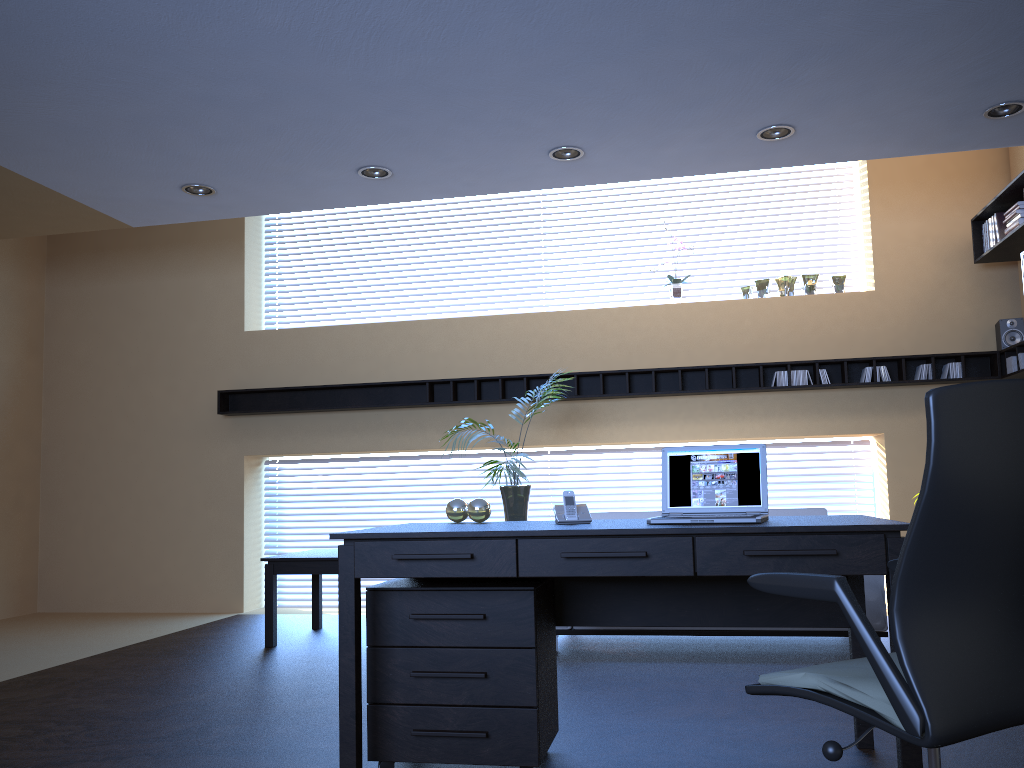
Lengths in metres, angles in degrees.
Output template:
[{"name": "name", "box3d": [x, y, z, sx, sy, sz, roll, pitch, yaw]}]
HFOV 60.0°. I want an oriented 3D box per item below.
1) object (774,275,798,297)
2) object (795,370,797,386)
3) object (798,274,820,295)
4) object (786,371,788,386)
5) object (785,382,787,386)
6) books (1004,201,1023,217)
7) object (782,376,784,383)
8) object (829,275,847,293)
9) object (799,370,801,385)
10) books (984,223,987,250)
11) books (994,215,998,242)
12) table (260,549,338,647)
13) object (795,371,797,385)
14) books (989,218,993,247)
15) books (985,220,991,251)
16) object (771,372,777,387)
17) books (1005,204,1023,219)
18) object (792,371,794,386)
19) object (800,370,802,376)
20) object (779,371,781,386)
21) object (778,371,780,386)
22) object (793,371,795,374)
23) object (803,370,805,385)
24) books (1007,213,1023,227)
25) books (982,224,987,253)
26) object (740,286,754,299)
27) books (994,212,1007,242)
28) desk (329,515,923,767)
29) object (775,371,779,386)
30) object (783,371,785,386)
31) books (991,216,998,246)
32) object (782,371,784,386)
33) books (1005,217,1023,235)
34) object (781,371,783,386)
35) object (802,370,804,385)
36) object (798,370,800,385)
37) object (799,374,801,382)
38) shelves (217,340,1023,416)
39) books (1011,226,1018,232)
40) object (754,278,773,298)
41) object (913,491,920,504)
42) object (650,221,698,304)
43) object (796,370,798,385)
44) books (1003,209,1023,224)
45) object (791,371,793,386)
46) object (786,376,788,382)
[{"name": "object", "box3d": [2.252, -0.789, 7.281, 0.144, 0.173, 0.137, 2, -7, -28]}, {"name": "object", "box3d": [2.240, -0.039, 7.024, 0.009, 0.120, 0.142, -2, -6, 11]}, {"name": "object", "box3d": [2.427, -0.798, 7.244, 0.144, 0.173, 0.137, -2, -6, 1]}, {"name": "object", "box3d": [2.174, -0.036, 7.034, 0.006, 0.118, 0.140, -2, -6, 11]}, {"name": "object", "box3d": [2.165, -0.035, 7.036, 0.009, 0.120, 0.142, -3, -6, 11]}, {"name": "books", "box3d": [3.520, -1.204, 6.062, 0.207, 0.028, 0.259, -3, -7, 11]}, {"name": "object", "box3d": [2.145, -0.034, 7.040, 0.009, 0.120, 0.142, -2, -6, 11]}, {"name": "object", "box3d": [2.651, -0.796, 7.198, 0.124, 0.149, 0.118, -3, -6, 11]}, {"name": "object", "box3d": [2.269, -0.041, 7.010, 0.006, 0.118, 0.140, -2, -6, 11]}, {"name": "books", "box3d": [3.617, -1.074, 6.554, 0.207, 0.258, 0.050, -3, -6, 10]}, {"name": "books", "box3d": [3.575, -1.099, 6.340, 0.207, 0.259, 0.075, -3, -6, 11]}, {"name": "table", "box3d": [-0.704, 1.501, 6.314, 1.895, 0.601, 0.900, -3, -7, 11]}, {"name": "object", "box3d": [2.240, -0.039, 7.021, 0.006, 0.118, 0.140, -2, -6, 11]}, {"name": "books", "box3d": [3.594, -1.086, 6.453, 0.207, 0.258, 0.050, -3, -6, 12]}, {"name": "books", "box3d": [3.597, -1.080, 6.505, 0.207, 0.258, 0.050, -3, -6, 10]}, {"name": "object", "box3d": [2.081, -0.030, 7.050, 0.040, 0.118, 0.142, -3, -6, 11]}, {"name": "books", "box3d": [3.518, -1.178, 6.038, 0.207, 0.028, 0.259, -3, -7, 10]}, {"name": "object", "box3d": [2.219, -0.038, 7.024, 0.009, 0.120, 0.142, -2, -6, 11]}, {"name": "object", "box3d": [2.279, -0.041, 7.010, 0.009, 0.120, 0.142, -3, -6, 11]}, {"name": "object", "box3d": [2.124, -0.034, 7.040, 0.009, 0.120, 0.142, -3, -6, 11]}, {"name": "object", "box3d": [2.114, -0.033, 7.041, 0.009, 0.120, 0.142, -3, -6, 11]}, {"name": "object", "box3d": [2.230, -0.038, 7.028, 0.009, 0.120, 0.142, -3, -6, 11]}, {"name": "object", "box3d": [2.299, -0.043, 7.004, 0.009, 0.120, 0.142, -2, -6, 11]}, {"name": "books", "box3d": [3.524, -1.121, 6.033, 0.207, 0.028, 0.259, -3, -7, 11]}, {"name": "books", "box3d": [3.624, -1.068, 6.605, 0.207, 0.258, 0.050, -3, -6, 11]}, {"name": "object", "box3d": [1.948, -0.744, 7.336, 0.094, 0.113, 0.090, 4, -8, -43]}, {"name": "books", "box3d": [3.564, -1.102, 6.310, 0.207, 0.259, 0.075, -3, -6, 10]}, {"name": "desk", "box3d": [0.396, 0.962, 3.264, 1.895, 0.888, 0.916, -3, -6, 11]}, {"name": "object", "box3d": [2.104, -0.033, 7.044, 0.009, 0.120, 0.142, -3, -6, 11]}, {"name": "object", "box3d": [2.156, -0.034, 7.042, 0.009, 0.120, 0.142, -2, -6, 11]}, {"name": "books", "box3d": [3.585, -1.092, 6.402, 0.207, 0.258, 0.050, -3, -6, 11]}, {"name": "object", "box3d": [2.144, -0.035, 7.038, 0.006, 0.118, 0.140, -3, -6, 11]}, {"name": "books", "box3d": [3.517, -1.079, 6.045, 0.207, 0.050, 0.259, -3, -7, 10]}, {"name": "object", "box3d": [2.134, -0.034, 7.038, 0.009, 0.120, 0.142, -3, -6, 11]}, {"name": "object", "box3d": [2.289, -0.042, 7.008, 0.009, 0.120, 0.142, -2, -6, 11]}, {"name": "object", "box3d": [2.258, -0.041, 7.010, 0.009, 0.120, 0.142, -3, -6, 11]}, {"name": "object", "box3d": [2.270, -0.041, 7.013, 0.009, 0.120, 0.142, -3, -6, 11]}, {"name": "shelves", "box3d": [0.540, -0.043, 6.837, 6.623, 0.213, 1.252, -3, -7, 11]}, {"name": "books", "box3d": [3.511, -1.029, 6.031, 0.207, 0.050, 0.259, -3, -7, 12]}, {"name": "object", "box3d": [2.076, -0.773, 7.312, 0.133, 0.159, 0.126, -5, -7, 31]}, {"name": "object", "box3d": [3.345, 1.066, 6.148, 0.842, 1.237, 0.690, -7, -8, 44]}, {"name": "object", "box3d": [1.413, -1.007, 7.471, 0.437, 0.693, 0.352, 0, -6, -9]}, {"name": "object", "box3d": [2.249, -0.040, 7.014, 0.009, 0.120, 0.142, -3, -6, 11]}, {"name": "books", "box3d": [3.506, -1.148, 6.050, 0.207, 0.028, 0.259, -3, -7, 12]}, {"name": "object", "box3d": [2.209, -0.038, 7.027, 0.009, 0.120, 0.142, -3, -6, 11]}, {"name": "object", "box3d": [2.176, -0.035, 7.038, 0.009, 0.120, 0.142, -2, -6, 11]}]
